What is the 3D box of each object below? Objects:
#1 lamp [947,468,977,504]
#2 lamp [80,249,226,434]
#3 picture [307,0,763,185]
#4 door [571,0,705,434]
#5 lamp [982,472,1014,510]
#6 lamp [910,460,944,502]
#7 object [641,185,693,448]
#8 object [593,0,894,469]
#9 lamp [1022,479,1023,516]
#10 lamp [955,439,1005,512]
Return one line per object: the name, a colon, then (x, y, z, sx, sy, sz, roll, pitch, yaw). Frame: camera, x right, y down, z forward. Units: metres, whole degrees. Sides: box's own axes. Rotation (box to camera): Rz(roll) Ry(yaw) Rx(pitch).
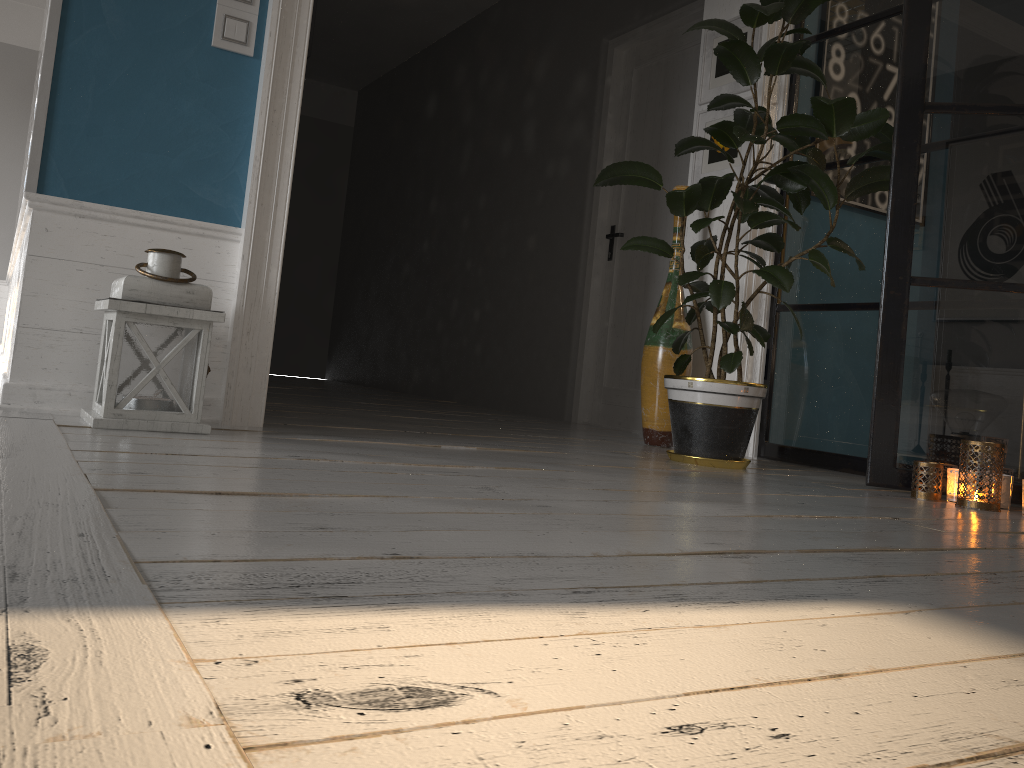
lamp: (1.310, 0.300, 2.579, 0.081, 0.099, 0.080, 6, -2, 10)
lamp: (-0.962, -0.127, 2.387, 0.285, 0.479, 0.287, 7, -3, -31)
picture: (0.129, -1.346, 3.466, 1.938, 0.755, 0.359, 6, -2, -30)
door: (0.805, -0.887, 4.876, 0.177, 2.314, 1.038, 8, -3, -30)
lamp: (1.396, 0.309, 2.547, 0.081, 0.099, 0.080, 6, -2, 10)
lamp: (1.223, 0.286, 2.606, 0.084, 0.111, 0.084, 5, -2, 35)
object: (0.684, -0.293, 3.798, 0.215, 1.127, 0.216, 8, -4, -36)
object: (1.705, -0.504, 1.847, 1.007, 1.799, 3.902, 7, -1, -31)
lamp: (1.431, 0.314, 2.406, 0.081, 0.099, 0.080, 6, -2, 10)
lamp: (1.315, 0.256, 2.486, 0.114, 0.187, 0.115, 7, -3, -32)
